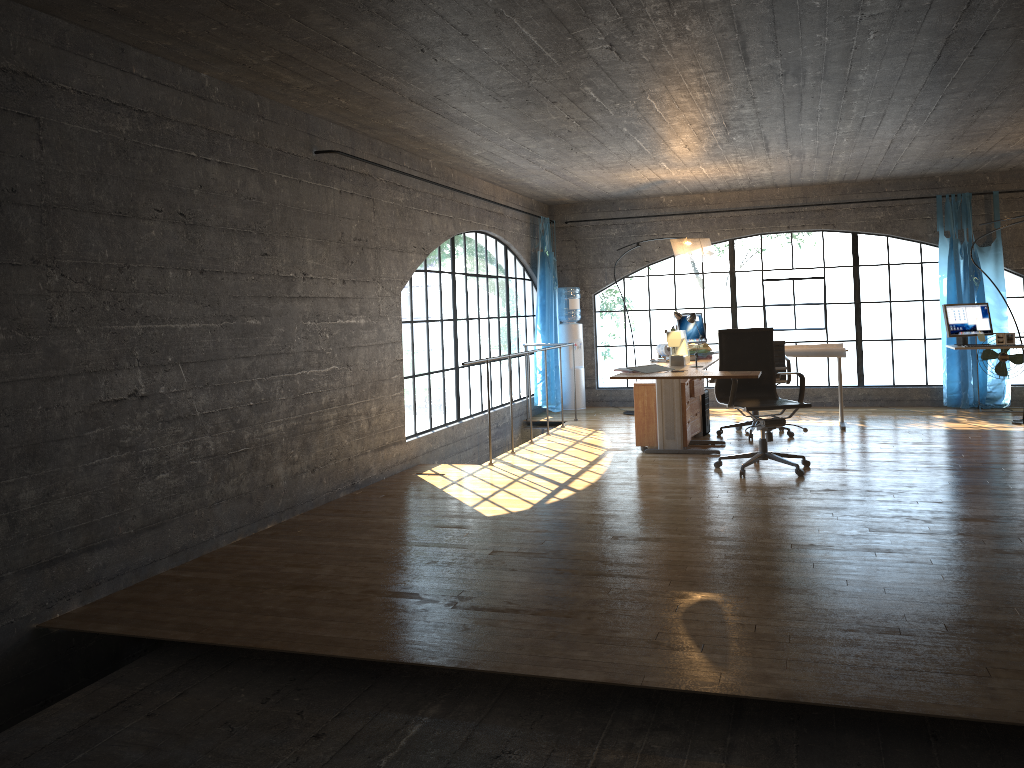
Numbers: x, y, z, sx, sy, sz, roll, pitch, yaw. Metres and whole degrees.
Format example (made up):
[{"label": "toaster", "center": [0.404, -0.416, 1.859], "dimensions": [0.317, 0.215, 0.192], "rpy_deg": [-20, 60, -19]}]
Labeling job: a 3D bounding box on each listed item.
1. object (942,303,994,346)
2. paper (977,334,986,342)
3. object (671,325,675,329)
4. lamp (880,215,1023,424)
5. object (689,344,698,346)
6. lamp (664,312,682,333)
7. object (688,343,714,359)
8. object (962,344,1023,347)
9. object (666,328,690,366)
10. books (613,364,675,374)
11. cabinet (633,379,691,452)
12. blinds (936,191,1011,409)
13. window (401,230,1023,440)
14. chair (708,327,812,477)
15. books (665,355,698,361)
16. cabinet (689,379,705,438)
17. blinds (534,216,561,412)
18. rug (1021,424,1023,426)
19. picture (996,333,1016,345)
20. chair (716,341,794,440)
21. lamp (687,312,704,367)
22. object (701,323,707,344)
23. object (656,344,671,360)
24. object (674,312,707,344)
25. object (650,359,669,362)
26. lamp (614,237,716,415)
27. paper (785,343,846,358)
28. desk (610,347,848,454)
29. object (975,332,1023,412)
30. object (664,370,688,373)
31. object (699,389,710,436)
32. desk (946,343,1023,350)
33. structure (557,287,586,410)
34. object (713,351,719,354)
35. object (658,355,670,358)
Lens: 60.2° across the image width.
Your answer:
[{"label": "object", "center": [4.249, -0.556, 8.223], "dimensions": [0.470, 0.391, 0.286], "rpy_deg": [-3, 1, -11]}, {"label": "paper", "center": [4.359, -0.430, 8.193], "dimensions": [0.077, 0.074, 0.018], "rpy_deg": [-2, -1, -12]}, {"label": "object", "center": [1.570, -0.436, 8.608], "dimensions": [0.085, 0.278, 0.085], "rpy_deg": [-2, -1, -28]}, {"label": "lamp", "center": [4.140, -0.691, 9.490], "dimensions": [0.386, 1.931, 6.243], "rpy_deg": [-2, 4, -26]}, {"label": "object", "center": [1.795, -0.383, 8.922], "dimensions": [0.144, 0.032, 0.152], "rpy_deg": [0, 5, 23]}, {"label": "lamp", "center": [1.548, -0.491, 8.481], "dimensions": [0.207, 0.409, 0.105], "rpy_deg": [-2, -1, -14]}, {"label": "object", "center": [1.602, -0.282, 7.593], "dimensions": [0.255, 0.130, 0.253], "rpy_deg": [-1, 4, 21]}, {"label": "object", "center": [4.311, -0.343, 7.903], "dimensions": [0.490, 0.011, 0.187], "rpy_deg": [-1, 5, 18]}, {"label": "object", "center": [1.306, -0.296, 6.949], "dimensions": [0.136, 0.284, 0.404], "rpy_deg": [-2, 3, 18]}, {"label": "books", "center": [0.937, -0.110, 6.284], "dimensions": [0.308, 0.044, 0.317], "rpy_deg": [-5, 6, -37]}, {"label": "cabinet", "center": [1.273, 0.261, 7.427], "dimensions": [0.426, 0.572, 0.426], "rpy_deg": [-2, 1, 16]}, {"label": "blinds", "center": [4.913, -0.894, 9.396], "dimensions": [0.667, 2.299, 0.258], "rpy_deg": [-2, -1, 13]}, {"label": "window", "center": [1.713, -0.757, 9.616], "dimensions": [6.954, 1.871, 3.189], "rpy_deg": [-4, 4, -21]}, {"label": "chair", "center": [1.823, 0.107, 6.350], "dimensions": [0.653, 1.016, 0.685], "rpy_deg": [-2, 1, -12]}, {"label": "books", "center": [1.396, -0.222, 7.421], "dimensions": [0.261, 0.054, 0.291], "rpy_deg": [-5, 5, -31]}, {"label": "cabinet", "center": [1.456, 0.215, 7.913], "dimensions": [0.471, 0.572, 0.426], "rpy_deg": [-1, 1, 26]}, {"label": "blinds", "center": [0.453, -0.821, 10.361], "dimensions": [0.262, 2.286, 0.946], "rpy_deg": [-2, 0, 15]}, {"label": "rug", "center": [5.083, 0.457, 6.808], "dimensions": [1.599, 0.005, 2.208], "rpy_deg": [0, 5, 18]}, {"label": "picture", "center": [4.540, -0.416, 8.125], "dimensions": [0.158, 0.105, 0.032], "rpy_deg": [-1, 0, 19]}, {"label": "chair", "center": [2.180, 0.034, 8.055], "dimensions": [0.653, 0.859, 0.686], "rpy_deg": [-2, 1, 5]}, {"label": "lamp", "center": [1.365, -0.329, 6.558], "dimensions": [0.105, 0.409, 0.207], "rpy_deg": [-2, 0, 5]}, {"label": "object", "center": [1.942, -0.479, 8.973], "dimensions": [0.085, 0.278, 0.085], "rpy_deg": [-2, 0, 21]}, {"label": "object", "center": [1.323, -0.283, 7.700], "dimensions": [0.099, 0.135, 0.154], "rpy_deg": [-3, 2, -37]}, {"label": "object", "center": [1.775, -0.511, 8.753], "dimensions": [0.285, 0.391, 0.471], "rpy_deg": [-1, 2, 44]}, {"label": "object", "center": [1.234, -0.195, 7.328], "dimensions": [0.075, 0.026, 0.181], "rpy_deg": [-6, 6, -41]}, {"label": "lamp", "center": [0.980, -0.734, 11.412], "dimensions": [0.386, 1.930, 6.247], "rpy_deg": [-2, 4, -17]}, {"label": "paper", "center": [2.752, -0.316, 8.503], "dimensions": [0.850, 0.113, 0.584], "rpy_deg": [-1, 5, 19]}, {"label": "desk", "center": [1.954, 0.165, 7.303], "dimensions": [1.633, 0.738, 3.521], "rpy_deg": [-1, 5, 19]}, {"label": "object", "center": [5.132, -0.137, 9.237], "dimensions": [0.489, 0.803, 0.582], "rpy_deg": [-2, 1, 23]}, {"label": "object", "center": [1.141, -0.088, 6.130], "dimensions": [0.142, 0.013, 0.128], "rpy_deg": [0, 5, 21]}, {"label": "object", "center": [1.581, 0.264, 8.224], "dimensions": [0.480, 0.411, 0.200], "rpy_deg": [-1, 1, 23]}, {"label": "desk", "center": [5.146, 0.137, 6.245], "dimensions": [3.255, 0.738, 3.482], "rpy_deg": [-1, 5, 18]}, {"label": "structure", "center": [0.712, -0.437, 10.733], "dimensions": [0.326, 1.477, 0.327], "rpy_deg": [-3, -1, 39]}, {"label": "object", "center": [1.972, -0.305, 8.470], "dimensions": [0.187, 0.011, 0.492], "rpy_deg": [2, 6, 43]}, {"label": "object", "center": [1.354, -0.289, 7.806], "dimensions": [0.133, 0.129, 0.039], "rpy_deg": [-2, 0, 14]}]
